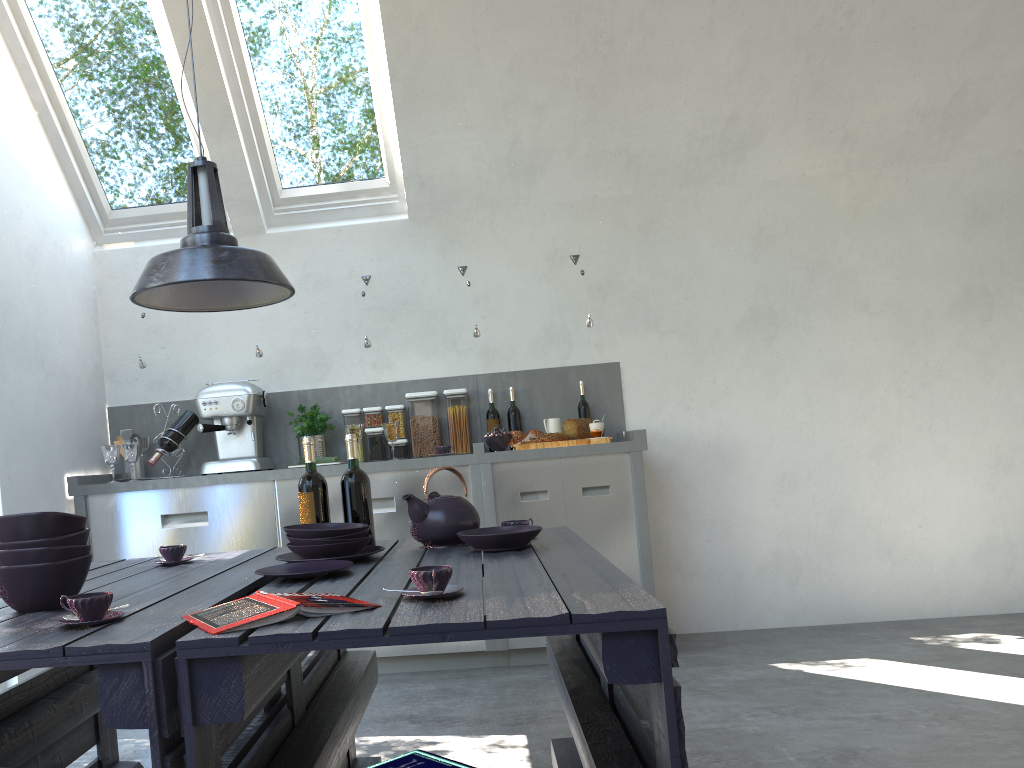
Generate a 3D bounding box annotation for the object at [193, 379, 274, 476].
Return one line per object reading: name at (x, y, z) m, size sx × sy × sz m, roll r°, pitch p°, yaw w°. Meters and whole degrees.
object at (-1.462, 0.220, 4.593) m, size 0.360 × 0.500 × 0.427 m, roll -5°, pitch -2°, yaw 0°

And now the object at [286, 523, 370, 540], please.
object at (-0.493, 0.416, 2.354) m, size 0.233 × 0.063 × 0.225 m, roll -5°, pitch -4°, yaw 6°

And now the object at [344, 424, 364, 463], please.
object at (-0.773, 0.296, 4.323) m, size 0.092 × 0.191 × 0.105 m, roll -4°, pitch -1°, yaw -40°

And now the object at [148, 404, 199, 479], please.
object at (-1.827, 0.300, 4.617) m, size 0.247 × 0.393 × 0.313 m, roll -5°, pitch -2°, yaw 29°

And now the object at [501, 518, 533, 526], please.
object at (0.010, 0.423, 2.543) m, size 0.115 × 0.056 × 0.118 m, roll -4°, pitch -4°, yaw -6°

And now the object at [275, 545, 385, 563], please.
object at (-0.488, 0.465, 2.353) m, size 0.314 × 0.024 × 0.278 m, roll -7°, pitch -5°, yaw 33°

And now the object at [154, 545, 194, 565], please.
object at (-1.020, 0.514, 2.637) m, size 0.114 × 0.056 × 0.119 m, roll -4°, pitch -4°, yaw -11°

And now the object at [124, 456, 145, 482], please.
object at (-2.060, 0.464, 4.776) m, size 0.114 × 0.132 × 0.100 m, roll -6°, pitch -2°, yaw 42°

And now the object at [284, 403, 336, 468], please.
object at (-1.076, 0.272, 4.663) m, size 0.266 × 0.341 × 0.232 m, roll -6°, pitch -2°, yaw 44°

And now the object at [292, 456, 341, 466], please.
object at (-1.005, 0.386, 4.404) m, size 0.288 × 0.053 × 0.136 m, roll -6°, pitch -4°, yaw 18°

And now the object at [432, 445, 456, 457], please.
object at (-0.337, 0.331, 4.323) m, size 0.121 × 0.056 × 0.112 m, roll -6°, pitch -4°, yaw 16°

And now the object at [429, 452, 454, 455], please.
object at (-0.344, 0.346, 4.283) m, size 0.126 × 0.013 × 0.029 m, roll -3°, pitch -4°, yaw -22°

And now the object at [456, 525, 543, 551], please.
object at (-0.032, 0.411, 2.322) m, size 0.244 × 0.047 × 0.215 m, roll -8°, pitch -6°, yaw 42°

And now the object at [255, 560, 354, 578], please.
object at (-0.493, 0.444, 2.080) m, size 0.238 × 0.019 × 0.231 m, roll -5°, pitch -4°, yaw 6°

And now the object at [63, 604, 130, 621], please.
object at (-0.795, 0.439, 1.674) m, size 0.029 × 0.013 × 0.124 m, roll -7°, pitch -5°, yaw 37°

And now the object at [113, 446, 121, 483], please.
object at (-2.087, 0.422, 4.572) m, size 0.093 × 0.191 × 0.104 m, roll -4°, pitch -1°, yaw -28°

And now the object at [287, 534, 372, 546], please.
object at (-0.490, 0.428, 2.350) m, size 0.232 × 0.063 × 0.226 m, roll -5°, pitch -4°, yaw 6°

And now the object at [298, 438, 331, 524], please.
object at (-0.601, 0.335, 2.648) m, size 0.097 × 0.344 × 0.085 m, roll -5°, pitch 0°, yaw 39°

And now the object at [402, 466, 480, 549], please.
object at (-0.202, 0.357, 2.550) m, size 0.214 × 0.232 × 0.216 m, roll -5°, pitch -2°, yaw 3°

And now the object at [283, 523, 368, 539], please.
object at (-0.500, 0.404, 2.352) m, size 0.230 × 0.058 × 0.228 m, roll -5°, pitch -4°, yaw 1°

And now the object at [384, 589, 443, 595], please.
object at (-0.185, 0.385, 1.611) m, size 0.139 × 0.013 × 0.026 m, roll -7°, pitch -4°, yaw 29°

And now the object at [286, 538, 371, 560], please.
object at (-0.490, 0.444, 2.350) m, size 0.244 × 0.047 × 0.215 m, roll -8°, pitch -6°, yaw 42°

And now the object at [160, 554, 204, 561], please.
object at (-1.008, 0.533, 2.676) m, size 0.127 × 0.013 × 0.029 m, roll -3°, pitch -4°, yaw -20°

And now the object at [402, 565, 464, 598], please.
object at (-0.149, 0.366, 1.624) m, size 0.119 × 0.056 × 0.114 m, roll -5°, pitch -4°, yaw 9°

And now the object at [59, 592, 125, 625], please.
object at (-0.785, 0.418, 1.632) m, size 0.114 × 0.056 × 0.119 m, roll -4°, pitch -4°, yaw -11°

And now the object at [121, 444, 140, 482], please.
object at (-1.952, 0.405, 4.497) m, size 0.103 × 0.191 × 0.093 m, roll -5°, pitch -1°, yaw 24°

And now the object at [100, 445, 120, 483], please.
object at (-2.029, 0.406, 4.434) m, size 0.098 × 0.191 × 0.099 m, roll -5°, pitch -1°, yaw -5°

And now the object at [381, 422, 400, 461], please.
object at (-0.608, 0.292, 4.449) m, size 0.096 × 0.191 × 0.100 m, roll -5°, pitch -1°, yaw -11°

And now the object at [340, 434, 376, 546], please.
object at (-0.472, 0.324, 2.645) m, size 0.097 × 0.344 × 0.086 m, roll -5°, pitch 0°, yaw 34°

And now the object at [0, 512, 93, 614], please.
object at (-1.025, 0.382, 1.899) m, size 0.195 × 0.214 × 0.213 m, roll -5°, pitch -2°, yaw 2°

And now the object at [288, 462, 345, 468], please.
object at (-0.982, 0.407, 4.404) m, size 0.263 × 0.012 × 0.181 m, roll -5°, pitch -4°, yaw 0°
